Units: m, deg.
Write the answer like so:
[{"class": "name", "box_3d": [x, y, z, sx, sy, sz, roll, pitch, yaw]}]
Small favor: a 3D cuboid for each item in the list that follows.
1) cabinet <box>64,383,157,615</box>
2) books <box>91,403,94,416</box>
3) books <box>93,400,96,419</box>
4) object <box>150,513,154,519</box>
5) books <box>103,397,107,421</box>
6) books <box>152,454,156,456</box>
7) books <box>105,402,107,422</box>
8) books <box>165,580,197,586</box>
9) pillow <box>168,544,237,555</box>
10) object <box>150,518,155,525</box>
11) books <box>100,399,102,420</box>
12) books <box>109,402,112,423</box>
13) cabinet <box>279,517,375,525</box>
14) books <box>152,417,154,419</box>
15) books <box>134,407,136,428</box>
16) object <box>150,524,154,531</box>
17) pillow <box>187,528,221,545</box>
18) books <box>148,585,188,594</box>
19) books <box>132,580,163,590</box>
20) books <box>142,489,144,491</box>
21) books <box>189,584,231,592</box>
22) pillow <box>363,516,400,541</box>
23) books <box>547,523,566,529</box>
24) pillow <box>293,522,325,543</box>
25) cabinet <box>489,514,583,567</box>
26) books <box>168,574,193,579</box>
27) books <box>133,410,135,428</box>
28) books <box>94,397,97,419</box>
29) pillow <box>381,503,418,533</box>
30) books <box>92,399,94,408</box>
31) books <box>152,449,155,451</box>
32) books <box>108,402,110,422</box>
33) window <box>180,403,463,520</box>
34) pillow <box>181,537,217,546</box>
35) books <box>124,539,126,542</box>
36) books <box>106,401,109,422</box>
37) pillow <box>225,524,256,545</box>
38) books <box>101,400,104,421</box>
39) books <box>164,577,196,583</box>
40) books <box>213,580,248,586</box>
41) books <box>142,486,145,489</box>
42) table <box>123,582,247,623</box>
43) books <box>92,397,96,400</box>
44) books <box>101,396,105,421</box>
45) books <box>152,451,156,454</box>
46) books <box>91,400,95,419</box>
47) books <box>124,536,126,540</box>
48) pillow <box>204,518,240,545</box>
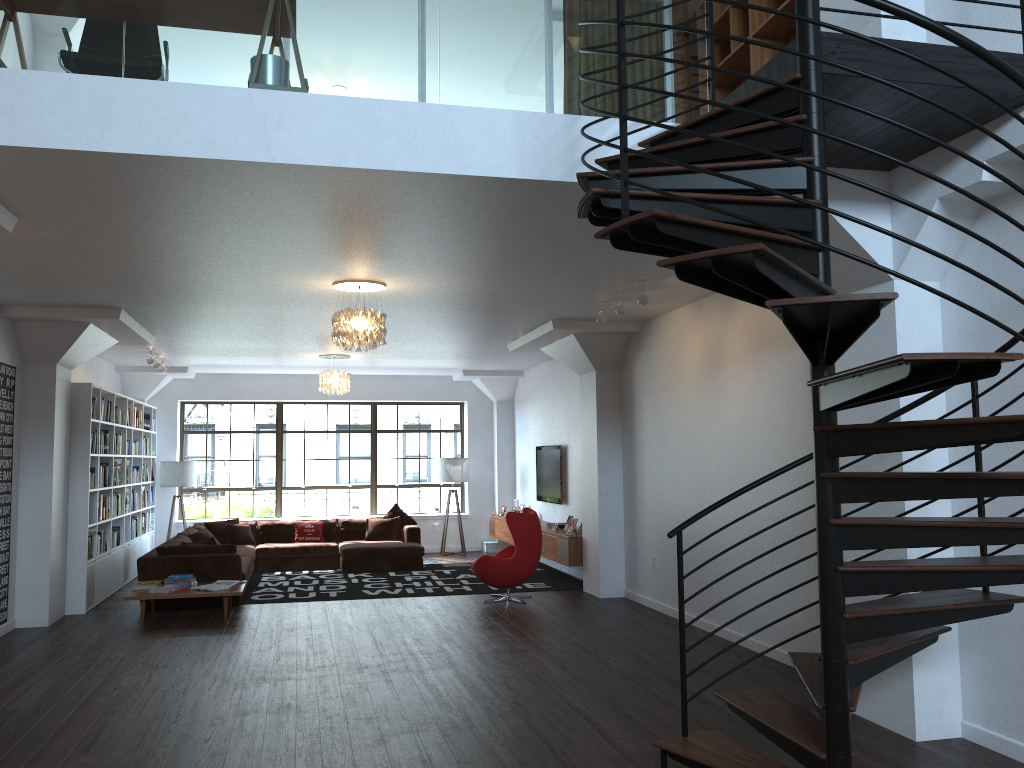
[{"class": "cabinet", "box_3d": [-5.196, 1.377, 11.440, 0.461, 2.414, 4.500, 0, -5, -14]}, {"class": "books", "box_3d": [-4.619, 0.278, 9.567, 0.167, 0.210, 0.162, 0, -5, -14]}, {"class": "books", "box_3d": [-4.632, 0.279, 9.666, 0.161, 0.222, 0.084, 0, -5, -14]}, {"class": "object", "box_3d": [-5.597, 2.000, 13.372, 0.316, 0.088, 0.410, 0, -5, -14]}, {"class": "books", "box_3d": [-4.767, 0.291, 10.170, 0.197, 0.290, 0.136, 0, -5, -14]}, {"class": "books", "box_3d": [-5.587, 1.075, 13.456, 0.284, 0.035, 0.197, -2, -5, 16]}, {"class": "books", "box_3d": [-4.769, 0.318, 10.241, 0.159, 0.248, 0.089, 0, -5, -14]}, {"class": "books", "box_3d": [-3.491, 2.101, 9.348, 0.312, 0.037, 0.216, 1, -5, -23]}, {"class": "pillow", "box_3d": [-3.433, 1.959, 9.896, 0.750, 0.364, 0.289, 1, -5, -14]}, {"class": "object", "box_3d": [-5.588, 2.087, 13.366, 0.331, 0.088, 0.410, 0, -5, -14]}, {"class": "books", "box_3d": [-4.713, 0.293, 9.973, 0.170, 0.251, 0.118, 0, -5, -14]}, {"class": "books", "box_3d": [-4.824, 0.333, 10.455, 0.182, 0.255, 0.077, 0, -5, -14]}, {"class": "cabinet", "box_3d": [-2.981, 2.493, 14.349, 1.520, 0.625, 0.350, 0, -5, -14]}, {"class": "books", "box_3d": [-5.597, 0.625, 13.683, 0.140, 0.231, 0.042, 0, -5, -14]}, {"class": "books", "box_3d": [-5.240, 0.460, 12.131, 0.176, 0.290, 0.053, 0, -5, -14]}, {"class": "object", "box_3d": [-5.587, 2.175, 13.359, 0.331, 0.088, 0.410, 0, -5, -14]}, {"class": "pillow", "box_3d": [-3.971, 2.081, 11.505, 0.325, 0.391, 0.625, -1, -5, 3]}, {"class": "books", "box_3d": [-3.466, 2.067, 8.941, 0.236, 0.035, 0.340, -2, -5, 11]}, {"class": "books", "box_3d": [-3.786, 2.089, 9.216, 0.241, 0.045, 0.334, 0, -5, -12]}, {"class": "books", "box_3d": [-5.372, 1.508, 12.630, 0.223, 0.031, 0.161, 0, -5, -14]}, {"class": "books", "box_3d": [-3.073, 2.068, 9.026, 0.342, 0.040, 0.231, -3, -5, 26]}, {"class": "pillow", "box_3d": [-1.992, 2.214, 13.564, 0.542, 0.362, 0.248, -1, -5, 7]}, {"class": "books", "box_3d": [0.642, 1.909, 11.935, 0.250, 0.053, 0.400, 0, -5, -14]}, {"class": "pillow", "box_3d": [-3.072, 2.250, 13.424, 0.465, 0.308, 0.220, 1, -5, -17]}, {"class": "cabinet", "box_3d": [0.366, 2.176, 12.711, 0.459, 0.350, 4.501, 0, -5, -14]}, {"class": "books", "box_3d": [-3.492, 2.034, 9.355, 0.224, 0.027, 0.157, 0, -5, -9]}, {"class": "books", "box_3d": [-5.218, 0.475, 12.050, 0.171, 0.246, 0.057, 0, -5, -14]}, {"class": "books", "box_3d": [-4.656, 0.270, 9.738, 0.170, 0.251, 0.118, 0, -5, -14]}, {"class": "pillow", "box_3d": [-1.831, 2.148, 13.779, 0.651, 0.587, 0.335, 3, -6, -35]}, {"class": "books", "box_3d": [-4.589, 0.267, 9.482, 0.182, 0.215, 0.188, 0, -5, -14]}, {"class": "books", "box_3d": [-5.584, 1.008, 13.457, 0.254, 0.032, 0.174, -3, -5, 21]}, {"class": "books", "box_3d": [-4.799, 0.330, 10.356, 0.174, 0.243, 0.085, 0, -5, -14]}, {"class": "window", "box_3d": [-3.125, 1.281, 14.982, 4.648, 1.905, 0.114, 0, -5, -14]}, {"class": "pillow", "box_3d": [-3.533, 1.939, 10.149, 0.559, 0.411, 0.269, -4, -6, 32]}, {"class": "books", "box_3d": [-5.149, 2.026, 11.450, 0.284, 0.035, 0.197, 0, -5, -14]}, {"class": "books", "box_3d": [-4.775, 0.319, 10.273, 0.182, 0.253, 0.098, 0, -5, -14]}, {"class": "pillow", "box_3d": [-4.021, 2.214, 13.052, 0.489, 0.337, 0.238, 4, -7, -44]}, {"class": "books", "box_3d": [-4.722, 0.302, 10.025, 0.174, 0.242, 0.105, 0, -5, -14]}, {"class": "books", "box_3d": [-3.497, 2.065, 9.353, 0.279, 0.035, 0.191, 0, -5, -4]}, {"class": "books", "box_3d": [-3.002, 2.099, 9.396, 0.256, 0.035, 0.350, -2, -5, 12]}, {"class": "books", "box_3d": [-5.374, 1.480, 12.641, 0.224, 0.030, 0.161, 0, -5, -4]}, {"class": "table", "box_3d": [-3.316, 2.232, 9.090, 1.100, 0.271, 0.853, 0, -5, -14]}, {"class": "books", "box_3d": [-4.647, 0.268, 9.695, 0.159, 0.248, 0.089, 0, -5, -14]}, {"class": "books", "box_3d": [-4.748, 0.285, 10.111, 0.176, 0.293, 0.125, 0, -5, -14]}, {"class": "books", "box_3d": [-5.587, 1.041, 13.459, 0.284, 0.033, 0.197, -1, -5, 1]}, {"class": "books", "box_3d": [-4.626, 0.278, 9.632, 0.161, 0.218, 0.101, 0, -5, -14]}, {"class": "books", "box_3d": [-5.150, 1.992, 11.453, 0.284, 0.033, 0.197, 2, -5, -28]}, {"class": "pillow", "box_3d": [-4.230, 2.203, 13.103, 0.580, 0.418, 0.334, 3, -6, -40]}]
